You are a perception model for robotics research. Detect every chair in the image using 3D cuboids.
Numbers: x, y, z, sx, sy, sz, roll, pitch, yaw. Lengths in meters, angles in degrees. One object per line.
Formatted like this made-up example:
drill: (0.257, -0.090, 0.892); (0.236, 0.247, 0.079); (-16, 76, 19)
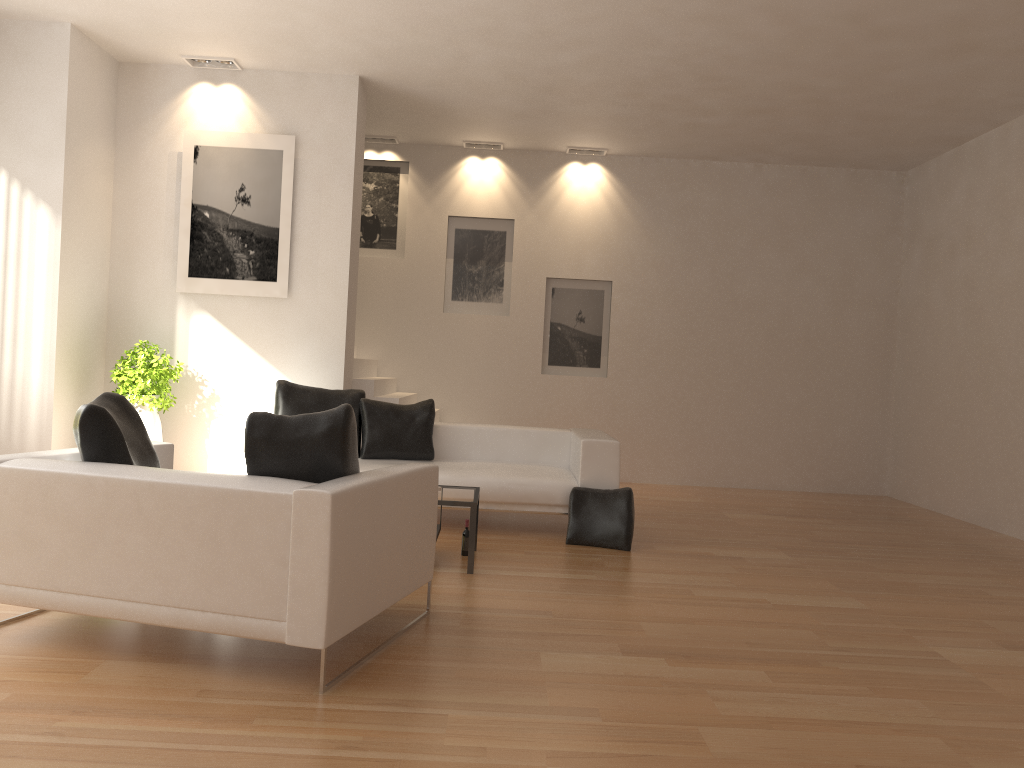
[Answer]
chair: (-1.315, 0.716, 4.036); (1.671, 0.761, 1.262); (3, 1, 14)

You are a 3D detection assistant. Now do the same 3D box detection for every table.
table: (-1.003, 0.889, 5.616); (1.566, 0.460, 0.709); (3, 1, -1)

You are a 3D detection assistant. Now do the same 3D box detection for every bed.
bed: (-0.739, 0.700, 7.155); (3.075, 0.761, 1.262); (3, 1, -1)

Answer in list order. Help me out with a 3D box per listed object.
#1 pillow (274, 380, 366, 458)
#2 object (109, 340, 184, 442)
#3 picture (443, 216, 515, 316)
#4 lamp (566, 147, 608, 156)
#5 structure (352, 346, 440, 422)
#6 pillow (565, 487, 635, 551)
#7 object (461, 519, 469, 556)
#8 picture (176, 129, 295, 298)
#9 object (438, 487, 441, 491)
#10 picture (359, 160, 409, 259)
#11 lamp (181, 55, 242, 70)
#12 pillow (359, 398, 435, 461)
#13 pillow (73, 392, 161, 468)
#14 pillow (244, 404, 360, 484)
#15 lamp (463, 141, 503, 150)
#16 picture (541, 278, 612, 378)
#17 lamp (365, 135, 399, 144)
pillow: (-1.588, 0.314, 7.283); (0.755, 0.666, 0.346); (3, 1, -15)
object: (-3.118, 0.287, 7.501); (0.570, 1.324, 0.631); (3, 1, 14)
picture: (-0.382, -1.360, 10.256); (0.802, 1.155, 0.005); (3, 1, -1)
lamp: (0.850, -2.712, 10.053); (0.446, 0.166, 0.243); (3, 1, -1)
structure: (-2.319, 0.256, 9.274); (4.625, 1.403, 1.839); (3, 1, -1)
pillow: (0.651, 0.971, 6.431); (0.503, 0.457, 0.340); (3, 1, 18)
object: (-0.298, 1.006, 5.794); (0.059, 0.244, 0.059); (3, 1, -24)
picture: (-2.436, -1.500, 7.819); (0.979, 1.431, 0.004); (3, 1, -1)
object: (-0.477, 0.668, 5.661); (0.052, 0.021, 0.052); (3, 1, -23)
picture: (-1.594, -2.022, 10.231); (0.802, 1.155, 0.005); (3, 1, -1)
lamp: (-2.598, -2.860, 7.696); (0.446, 0.166, 0.243); (3, 1, -1)
pillow: (-0.941, 0.373, 7.313); (0.628, 0.524, 0.270); (3, 1, -17)
pillow: (-1.832, 0.343, 4.111); (0.291, 0.598, 0.660); (3, 1, -11)
pillow: (-0.872, 0.405, 3.776); (0.506, 0.666, 0.324); (3, 1, -11)
lamp: (-0.322, -2.774, 10.037); (0.446, 0.166, 0.243); (3, 1, -1)
picture: (0.747, -0.649, 10.281); (0.802, 1.155, 0.005); (3, 1, -1)
lamp: (-1.511, -2.837, 10.022); (0.446, 0.166, 0.243); (3, 1, -1)
